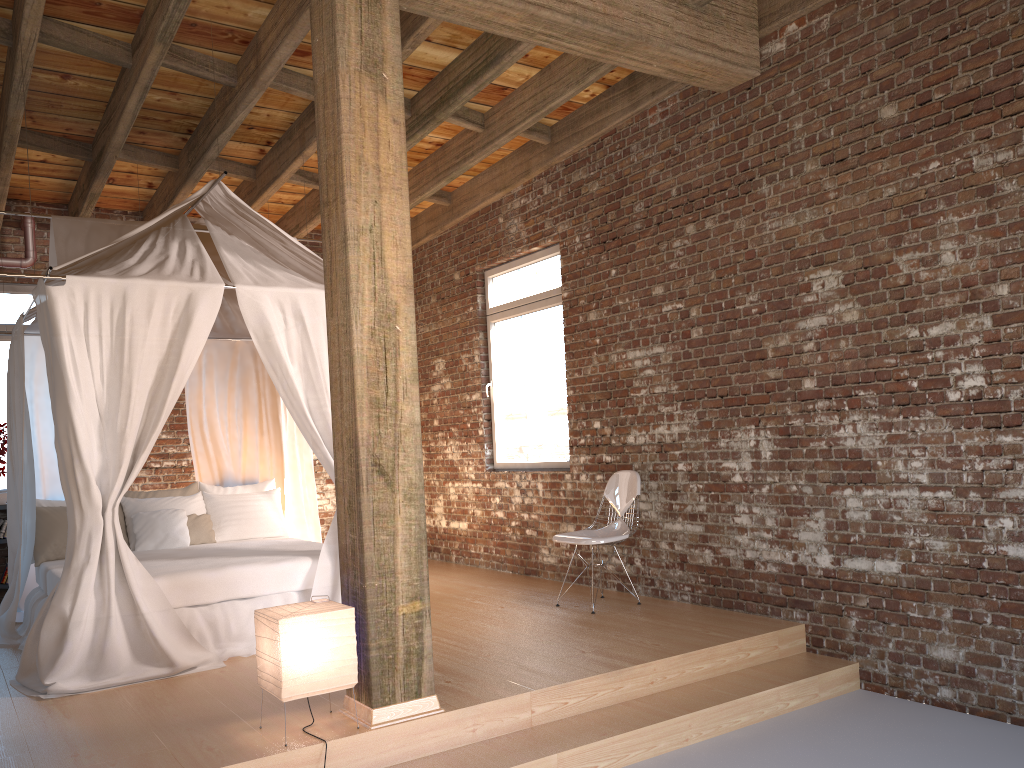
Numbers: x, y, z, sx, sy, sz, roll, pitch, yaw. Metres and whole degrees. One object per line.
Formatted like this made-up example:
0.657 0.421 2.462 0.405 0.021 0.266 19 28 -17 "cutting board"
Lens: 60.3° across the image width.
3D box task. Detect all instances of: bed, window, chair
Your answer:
-2.192 -0.296 5.887 2.520 3.888 2.641 -3 0 -34 "bed"
-4.308 0.057 7.344 1.357 1.852 0.166 -3 1 -34 "window"
0.598 1.047 5.984 0.579 0.898 0.532 -3 0 -34 "chair"
0.140 -0.172 7.441 0.173 1.852 1.301 -4 0 -33 "window"

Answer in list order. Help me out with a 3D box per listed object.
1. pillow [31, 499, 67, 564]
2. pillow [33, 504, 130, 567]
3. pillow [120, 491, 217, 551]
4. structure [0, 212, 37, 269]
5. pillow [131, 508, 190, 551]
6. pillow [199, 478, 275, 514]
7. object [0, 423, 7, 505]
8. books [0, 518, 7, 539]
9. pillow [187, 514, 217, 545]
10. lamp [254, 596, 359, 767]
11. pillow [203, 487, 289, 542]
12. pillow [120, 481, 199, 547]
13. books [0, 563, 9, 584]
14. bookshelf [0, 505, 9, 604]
-3.177 1.030 6.427 0.639 0.493 0.197 -2 0 -34 "pillow"
-3.071 1.049 6.267 0.619 0.415 0.354 -1 -2 -36 "pillow"
-2.581 1.008 6.601 0.617 0.403 0.345 -1 -2 -36 "pillow"
-4.664 0.087 6.662 2.017 3.470 0.570 -3 1 -35 "structure"
-2.555 1.059 6.414 0.388 0.291 0.213 -2 -1 -25 "pillow"
-2.192 1.012 7.106 0.637 0.499 0.205 -2 0 -34 "pillow"
-4.234 0.561 7.080 0.419 0.841 0.392 -3 0 -38 "object"
-4.092 1.162 7.103 0.246 0.166 0.132 -1 -2 -34 "books"
-2.369 1.085 6.582 0.291 0.234 0.160 -2 -1 -35 "pillow"
-0.501 1.240 3.226 0.364 0.781 1.367 -3 -2 -41 "lamp"
-2.084 1.040 6.947 0.634 0.433 0.290 -2 -1 -33 "pillow"
-2.695 1.010 6.765 0.638 0.495 0.206 -2 0 -34 "pillow"
-4.028 1.538 7.141 0.205 0.181 0.132 -2 -1 -34 "books"
-4.145 1.403 7.146 0.864 0.846 0.289 -2 0 -34 "bookshelf"
